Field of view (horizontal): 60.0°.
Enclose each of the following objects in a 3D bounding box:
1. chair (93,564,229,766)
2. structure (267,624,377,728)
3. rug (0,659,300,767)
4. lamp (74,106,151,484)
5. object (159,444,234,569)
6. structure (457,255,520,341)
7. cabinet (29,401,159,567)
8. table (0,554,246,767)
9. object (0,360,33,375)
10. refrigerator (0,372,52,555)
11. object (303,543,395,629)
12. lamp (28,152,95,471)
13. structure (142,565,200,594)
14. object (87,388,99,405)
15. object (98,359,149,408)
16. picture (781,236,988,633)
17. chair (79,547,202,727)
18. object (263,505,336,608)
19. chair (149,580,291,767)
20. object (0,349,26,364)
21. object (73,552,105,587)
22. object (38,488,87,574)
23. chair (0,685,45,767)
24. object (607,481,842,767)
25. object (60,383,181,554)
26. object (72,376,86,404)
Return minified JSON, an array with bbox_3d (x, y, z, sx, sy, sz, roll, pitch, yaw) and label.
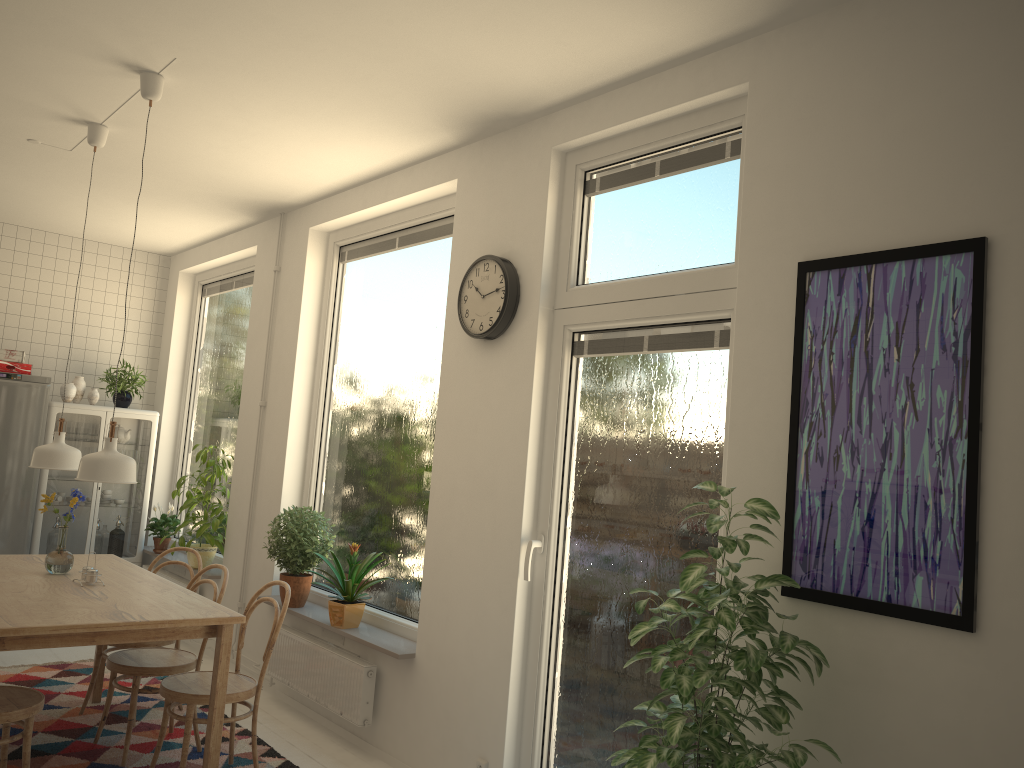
[{"bbox_3d":[-1.589,1.240,4.050,0.483,0.811,0.385,9,-7,-41],"label":"chair"},{"bbox_3d":[-0.977,1.477,4.568,0.113,0.279,1.029,9,-6,-39],"label":"structure"},{"bbox_3d":[-2.088,1.605,3.965,1.748,0.035,3.025,9,-6,-39],"label":"rug"},{"bbox_3d":[-1.550,-0.405,3.601,0.229,1.597,0.229,5,-5,-4],"label":"lamp"},{"bbox_3d":[-2.102,0.836,6.036,0.615,0.842,0.485,2,-6,30],"label":"object"},{"bbox_3d":[-0.111,-0.378,3.874,0.074,0.372,0.371,9,-7,-39],"label":"structure"},{"bbox_3d":[-3.229,0.962,6.740,0.788,1.593,0.453,9,-7,-39],"label":"cabinet"},{"bbox_3d":[-1.964,1.227,3.789,0.894,0.749,1.797,9,-6,-39],"label":"table"},{"bbox_3d":[-3.688,-0.121,6.375,0.312,0.082,0.309,2,-6,31],"label":"object"},{"bbox_3d":[-3.974,0.773,6.125,1.145,1.779,0.559,9,-7,-39],"label":"refrigerator"},{"bbox_3d":[-0.830,1.016,4.482,0.417,0.425,0.487,8,-6,-32],"label":"object"},{"bbox_3d":[-2.094,-0.391,4.266,0.229,1.597,0.229,4,-5,7],"label":"lamp"},{"bbox_3d":[-2.456,1.512,6.376,0.113,0.276,1.016,9,-6,-39],"label":"structure"},{"bbox_3d":[-3.145,0.097,6.663,0.082,0.126,0.082,2,-6,23],"label":"object"},{"bbox_3d":[-3.033,-0.002,6.909,0.371,0.385,0.372,6,-5,-20],"label":"object"},{"bbox_3d":[1.008,0.122,2.444,0.018,1.000,0.545,9,-7,-39],"label":"picture"},{"bbox_3d":[-1.872,1.259,4.539,0.385,0.811,0.483,2,-6,23],"label":"chair"},{"bbox_3d":[-1.204,0.959,4.968,0.383,0.561,0.395,9,-7,-41],"label":"object"},{"bbox_3d":[-1.214,1.241,3.709,0.483,0.811,0.385,8,-6,-36],"label":"chair"},{"bbox_3d":[-3.685,-0.203,6.383,0.312,0.082,0.308,7,-5,-26],"label":"object"},{"bbox_3d":[-1.827,0.796,3.845,0.095,0.138,0.155,9,-7,-39],"label":"object"},{"bbox_3d":[-2.046,0.670,4.050,0.206,0.389,0.144,3,-5,13],"label":"object"},{"bbox_3d":[-1.948,1.137,3.188,0.483,0.811,0.385,9,-7,-41],"label":"chair"},{"bbox_3d":[0.548,0.978,2.379,0.568,1.425,0.513,4,-5,4],"label":"object"},{"bbox_3d":[-2.903,0.635,6.581,0.942,1.209,0.261,7,-6,-23],"label":"object"},{"bbox_3d":[-3.258,0.047,6.654,0.102,0.206,0.102,1,-6,35],"label":"object"}]
